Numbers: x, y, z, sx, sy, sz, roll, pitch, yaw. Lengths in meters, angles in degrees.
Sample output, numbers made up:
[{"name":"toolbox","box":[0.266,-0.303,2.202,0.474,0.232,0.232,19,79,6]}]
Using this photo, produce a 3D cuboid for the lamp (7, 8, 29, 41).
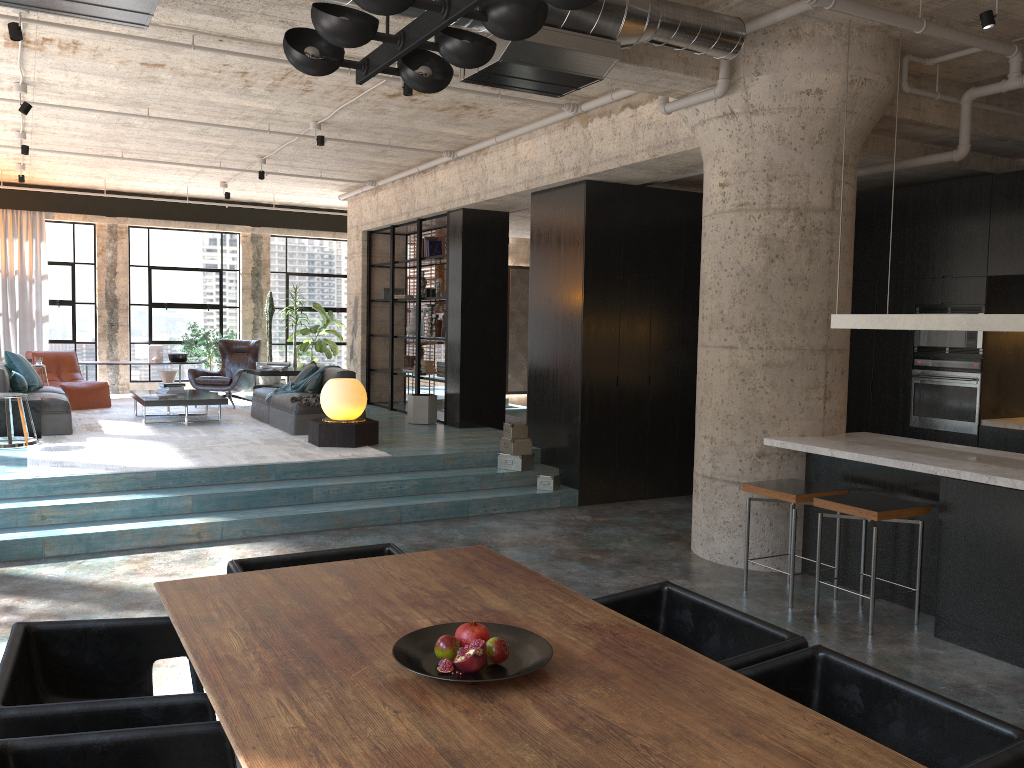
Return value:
[{"name":"lamp","box":[-3.104,-2.287,5.583,0.145,0.236,0.107,5,5,44]}]

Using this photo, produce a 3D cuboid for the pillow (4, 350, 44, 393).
[{"name":"pillow","box":[-5.504,-0.143,9.917,0.349,0.466,1.042,0,4,-19]}]

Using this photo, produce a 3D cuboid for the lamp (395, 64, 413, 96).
[{"name":"lamp","box":[-0.835,-2.336,6.819,0.107,0.215,0.141,5,5,43]}]

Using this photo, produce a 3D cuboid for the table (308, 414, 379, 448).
[{"name":"table","box":[-1.774,0.469,9.058,0.616,0.230,1.044,-1,4,-29]}]

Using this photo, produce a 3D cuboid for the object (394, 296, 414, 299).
[{"name":"object","box":[-1.530,-1.209,12.448,0.243,0.034,0.179,4,5,39]}]

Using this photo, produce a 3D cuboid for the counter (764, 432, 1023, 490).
[{"name":"counter","box":[2.988,0.500,4.727,1.000,0.046,3.500,-1,4,-29]}]

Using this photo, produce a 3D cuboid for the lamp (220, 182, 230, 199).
[{"name":"lamp","box":[-4.161,-2.801,12.865,0.143,0.223,0.107,0,4,-16]}]

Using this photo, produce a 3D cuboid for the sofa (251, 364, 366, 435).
[{"name":"sofa","box":[-2.382,0.131,10.547,1.019,0.680,2.063,-1,4,-29]}]

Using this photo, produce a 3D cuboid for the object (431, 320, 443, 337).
[{"name":"object","box":[-0.988,-0.744,11.928,0.189,0.230,0.190,2,4,16]}]

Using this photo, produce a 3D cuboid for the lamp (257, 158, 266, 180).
[{"name":"lamp","box":[-3.061,-2.631,10.857,0.107,0.252,0.144,1,4,3]}]

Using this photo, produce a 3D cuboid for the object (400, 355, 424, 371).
[{"name":"object","box":[-1.414,-0.297,12.770,0.284,0.231,0.335,-1,4,-29]}]

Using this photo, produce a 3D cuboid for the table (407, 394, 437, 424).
[{"name":"table","box":[-1.102,0.304,10.901,0.365,0.340,0.316,1,4,1]}]

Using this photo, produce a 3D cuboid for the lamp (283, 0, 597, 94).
[{"name":"lamp","box":[-0.079,-1.600,2.219,0.583,1.327,1.813,-1,4,-29]}]

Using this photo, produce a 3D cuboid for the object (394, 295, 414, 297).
[{"name":"object","box":[-1.520,-1.237,12.446,0.227,0.024,0.166,4,5,40]}]

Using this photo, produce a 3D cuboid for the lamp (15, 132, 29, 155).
[{"name":"lamp","box":[-5.310,-2.605,9.606,0.107,0.223,0.143,1,4,5]}]

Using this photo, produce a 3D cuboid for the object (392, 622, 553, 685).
[{"name":"object","box":[-0.107,0.726,2.409,0.435,0.079,0.435,2,4,8]}]

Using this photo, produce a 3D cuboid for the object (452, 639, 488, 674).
[{"name":"object","box":[-0.108,0.721,2.354,0.088,0.082,0.110,2,4,11]}]

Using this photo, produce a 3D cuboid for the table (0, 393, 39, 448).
[{"name":"table","box":[-4.828,0.335,8.388,0.620,0.472,0.620,-1,4,-26]}]

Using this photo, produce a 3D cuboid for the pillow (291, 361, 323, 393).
[{"name":"pillow","box":[-2.457,-0.070,10.577,0.320,0.393,0.670,0,4,-23]}]

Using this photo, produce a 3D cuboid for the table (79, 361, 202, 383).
[{"name":"table","box":[-5.840,-0.073,13.737,2.004,0.530,0.715,-1,4,-31]}]

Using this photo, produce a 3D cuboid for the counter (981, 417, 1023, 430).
[{"name":"counter","box":[5.499,0.517,5.927,1.000,0.142,4.360,-1,4,-29]}]

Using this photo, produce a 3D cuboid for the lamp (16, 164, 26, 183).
[{"name":"lamp","box":[-6.436,-2.763,11.637,0.107,0.223,0.143,1,4,-6]}]

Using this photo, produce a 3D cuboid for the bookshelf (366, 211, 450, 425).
[{"name":"bookshelf","box":[-1.189,-0.882,12.058,0.628,2.571,2.900,-1,4,-29]}]

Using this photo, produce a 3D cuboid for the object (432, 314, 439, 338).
[{"name":"object","box":[-0.991,-0.751,11.455,0.099,0.301,0.099,-2,5,-34]}]

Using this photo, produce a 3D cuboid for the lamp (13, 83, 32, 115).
[{"name":"lamp","box":[-4.196,-2.435,7.602,0.144,0.252,0.107,-3,5,-45]}]

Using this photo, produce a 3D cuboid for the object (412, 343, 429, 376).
[{"name":"object","box":[-1.221,-0.327,11.800,0.218,0.433,0.218,-2,5,-37]}]

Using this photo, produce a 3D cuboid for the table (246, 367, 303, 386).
[{"name":"table","box":[-3.103,0.082,12.012,0.800,0.570,0.800,-1,4,-29]}]

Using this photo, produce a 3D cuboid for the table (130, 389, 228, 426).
[{"name":"table","box":[-4.020,0.278,10.641,0.900,0.309,1.500,-1,4,-29]}]

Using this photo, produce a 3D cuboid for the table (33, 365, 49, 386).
[{"name":"table","box":[-5.998,0.069,11.038,0.549,0.603,0.549,4,5,40]}]

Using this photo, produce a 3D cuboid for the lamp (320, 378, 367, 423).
[{"name":"lamp","box":[-1.686,0.158,8.885,0.462,0.417,0.462,1,4,-1]}]

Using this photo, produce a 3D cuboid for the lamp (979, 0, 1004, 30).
[{"name":"lamp","box":[2.936,-2.289,5.407,0.145,0.236,0.107,5,5,44]}]

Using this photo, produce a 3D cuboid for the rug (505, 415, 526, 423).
[{"name":"rug","box":[-0.065,0.644,12.729,0.541,0.377,1.759,-1,4,-29]}]

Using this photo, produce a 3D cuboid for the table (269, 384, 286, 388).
[{"name":"table","box":[-2.880,0.213,11.470,0.420,0.390,0.413,-1,4,-29]}]

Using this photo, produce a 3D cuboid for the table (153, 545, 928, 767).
[{"name":"table","box":[-0.119,1.145,2.402,1.299,0.756,2.410,-1,4,-29]}]

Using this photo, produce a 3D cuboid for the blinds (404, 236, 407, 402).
[{"name":"blinds","box":[-0.883,-0.696,12.247,0.136,3.160,2.915,-1,4,-29]}]

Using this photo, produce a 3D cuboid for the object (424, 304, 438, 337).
[{"name":"object","box":[-1.100,-0.866,12.081,0.191,0.447,0.192,2,4,19]}]

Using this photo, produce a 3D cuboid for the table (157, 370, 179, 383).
[{"name":"table","box":[-5.381,-0.008,13.884,0.331,0.394,0.331,2,4,10]}]

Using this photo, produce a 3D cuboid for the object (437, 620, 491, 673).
[{"name":"object","box":[-0.125,0.711,2.423,0.100,0.097,0.219,2,4,15]}]

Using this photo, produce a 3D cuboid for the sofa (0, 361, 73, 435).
[{"name":"sofa","box":[-5.462,0.120,9.810,1.019,0.680,2.063,-1,4,-29]}]

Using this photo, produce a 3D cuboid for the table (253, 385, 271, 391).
[{"name":"table","box":[-3.288,0.194,11.907,0.365,0.340,0.316,3,4,31]}]

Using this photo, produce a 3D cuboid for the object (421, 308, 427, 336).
[{"name":"object","box":[-1.235,-0.864,12.386,0.062,0.395,0.121,-1,4,-26]}]

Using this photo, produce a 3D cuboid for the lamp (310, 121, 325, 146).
[{"name":"lamp","box":[-1.944,-2.492,8.841,0.107,0.215,0.141,5,5,43]}]

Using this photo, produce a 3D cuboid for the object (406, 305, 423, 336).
[{"name":"object","box":[-1.376,-0.904,12.652,0.265,0.432,0.265,2,4,15]}]

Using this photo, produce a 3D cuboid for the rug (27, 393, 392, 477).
[{"name":"rug","box":[-4.260,0.412,10.849,2.954,0.032,7.768,-1,4,-29]}]

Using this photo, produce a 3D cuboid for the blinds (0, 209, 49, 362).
[{"name":"blinds","box":[-7.555,-1.284,13.178,1.187,2.986,0.404,-1,4,-28]}]

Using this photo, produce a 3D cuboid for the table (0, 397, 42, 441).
[{"name":"table","box":[-4.968,0.344,8.907,0.420,0.390,0.413,-1,4,-29]}]
